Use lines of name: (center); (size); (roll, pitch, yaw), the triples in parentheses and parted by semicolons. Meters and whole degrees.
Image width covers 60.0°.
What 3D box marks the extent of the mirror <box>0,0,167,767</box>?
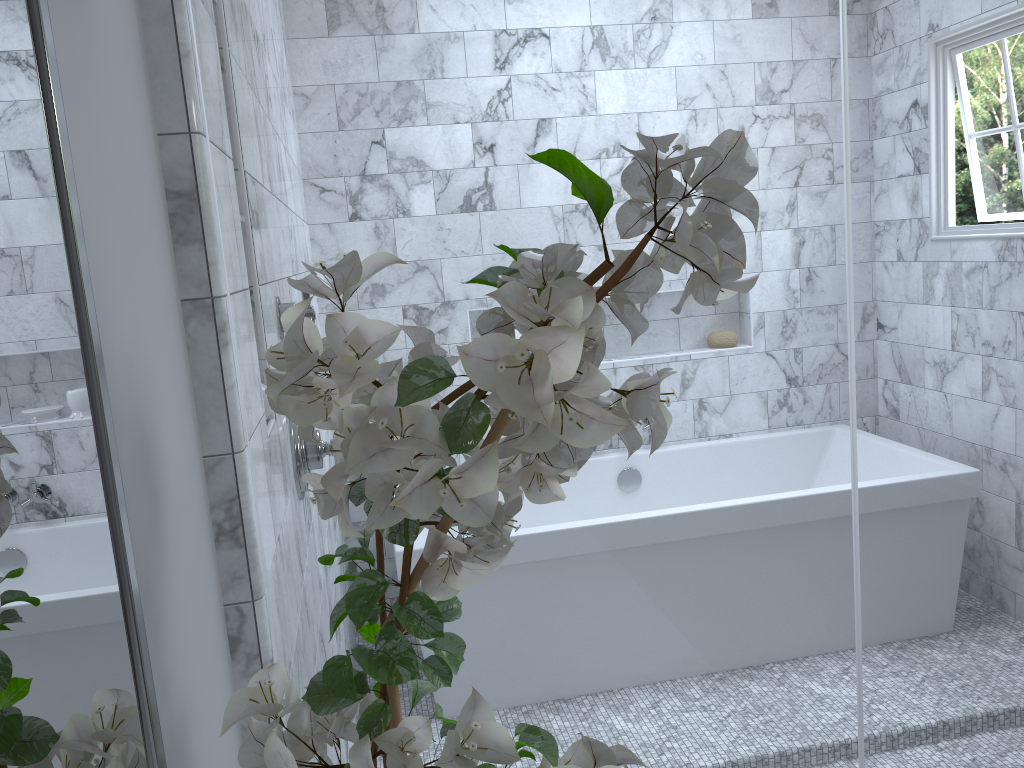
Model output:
mirror: (-0.189, -0.069, 0.139); (0.030, 0.977, 0.694); (-6, 9, -10)

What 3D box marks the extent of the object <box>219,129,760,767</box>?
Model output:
object: (-0.007, 0.202, 0.628); (0.374, 0.706, 0.225); (-1, 9, 21)
